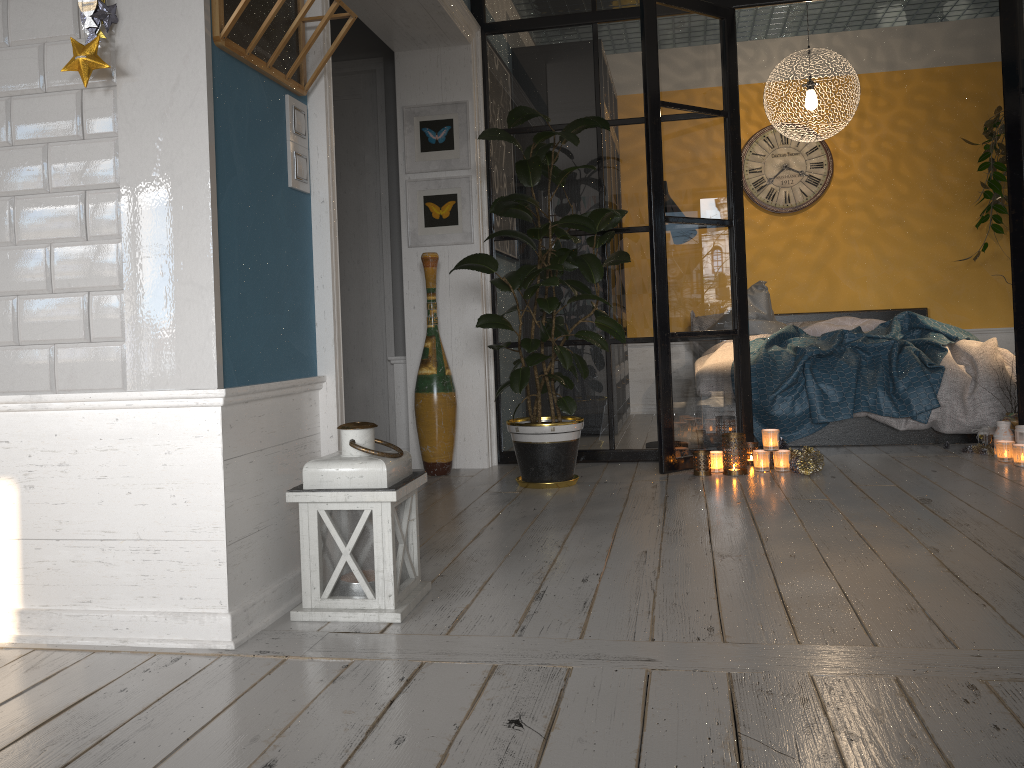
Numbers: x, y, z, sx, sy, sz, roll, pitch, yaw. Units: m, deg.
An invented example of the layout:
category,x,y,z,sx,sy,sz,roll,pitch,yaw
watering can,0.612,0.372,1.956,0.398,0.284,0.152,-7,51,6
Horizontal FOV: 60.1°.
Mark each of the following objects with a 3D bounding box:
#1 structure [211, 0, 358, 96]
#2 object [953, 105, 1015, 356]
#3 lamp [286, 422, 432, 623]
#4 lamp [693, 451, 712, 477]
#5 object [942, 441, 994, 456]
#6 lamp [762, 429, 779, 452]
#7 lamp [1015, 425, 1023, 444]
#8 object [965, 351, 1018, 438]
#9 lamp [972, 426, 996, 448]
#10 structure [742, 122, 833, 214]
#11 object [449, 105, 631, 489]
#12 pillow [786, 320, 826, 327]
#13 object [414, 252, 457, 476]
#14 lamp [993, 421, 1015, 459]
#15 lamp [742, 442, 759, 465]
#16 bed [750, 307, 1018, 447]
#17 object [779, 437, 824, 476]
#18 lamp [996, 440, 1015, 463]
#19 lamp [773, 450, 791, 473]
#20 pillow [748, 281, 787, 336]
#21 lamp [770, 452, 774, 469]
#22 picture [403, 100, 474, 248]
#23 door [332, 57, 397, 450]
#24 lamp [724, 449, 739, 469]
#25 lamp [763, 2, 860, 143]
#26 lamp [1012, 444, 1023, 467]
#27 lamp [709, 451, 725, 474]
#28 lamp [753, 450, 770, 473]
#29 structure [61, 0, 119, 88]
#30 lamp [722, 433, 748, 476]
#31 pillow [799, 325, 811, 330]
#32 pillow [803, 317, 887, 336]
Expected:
category,x,y,z,sx,sy,sz,roll,pitch,yaw
structure,-0.584,-1.205,2.313,0.185,0.775,0.495,-2,0,11
object,3.774,-0.916,6.280,1.344,2.205,1.249,-2,0,-2
lamp,-0.396,0.339,2.322,0.286,0.478,0.287,-2,0,10
lamp,0.891,0.373,4.145,0.084,0.110,0.084,-2,1,-13
object,2.331,0.328,4.521,0.087,0.053,0.326,-3,3,-25
lamp,1.217,0.264,4.159,0.081,0.098,0.080,-3,1,-39
lamp,2.423,0.282,4.166,0.089,0.166,0.092,-2,0,-23
object,2.579,0.083,4.470,0.279,0.522,0.437,-2,1,-39
lamp,2.422,0.283,4.507,0.108,0.131,0.096,-3,1,-19
structure,2.167,-1.714,7.014,0.726,0.725,0.071,-2,-1,11
object,1.725,-0.490,3.922,3.894,1.796,1.012,-2,0,10
pillow,2.476,-0.337,6.614,0.775,0.296,0.528,-2,2,11
object,-0.394,-0.102,4.471,0.215,1.124,0.215,-2,-1,5
lamp,2.379,0.272,4.276,0.092,0.180,0.092,-2,0,32
lamp,1.188,0.347,4.405,0.081,0.106,0.081,-2,1,11
bed,2.165,-0.107,5.823,1.896,0.770,2.326,-2,3,11
object,1.376,0.346,4.330,0.192,0.118,0.718,-2,3,0
lamp,2.323,0.319,4.163,0.081,0.098,0.080,-3,1,-25
lamp,1.266,0.362,4.147,0.081,0.098,0.080,-3,1,-39
pillow,1.677,-0.438,6.356,0.782,0.599,0.499,-2,1,17
lamp,1.257,0.366,4.259,0.069,0.080,0.069,-2,1,19
picture,-0.573,-1.047,3.727,0.359,0.752,1.948,-2,3,11
door,-1.162,-0.705,5.214,1.036,2.307,0.178,-2,-1,11
lamp,1.049,0.365,4.238,0.081,0.098,0.080,-3,1,-39
lamp,1.993,-2.170,5.928,0.617,1.096,0.615,-2,0,-38
lamp,2.326,0.326,4.029,0.081,0.098,0.080,-3,1,-39
lamp,0.968,0.371,4.194,0.081,0.098,0.080,-3,1,-39
lamp,1.178,0.364,4.172,0.081,0.098,0.080,-3,1,-39
structure,-0.982,-0.904,2.052,0.134,0.448,0.078,-2,-1,-1
lamp,1.039,0.327,4.132,0.115,0.187,0.115,-2,0,10
pillow,2.179,-0.303,6.482,0.622,0.266,0.476,-1,3,32
pillow,2.369,-0.363,6.225,0.594,0.227,0.484,-4,3,-30
